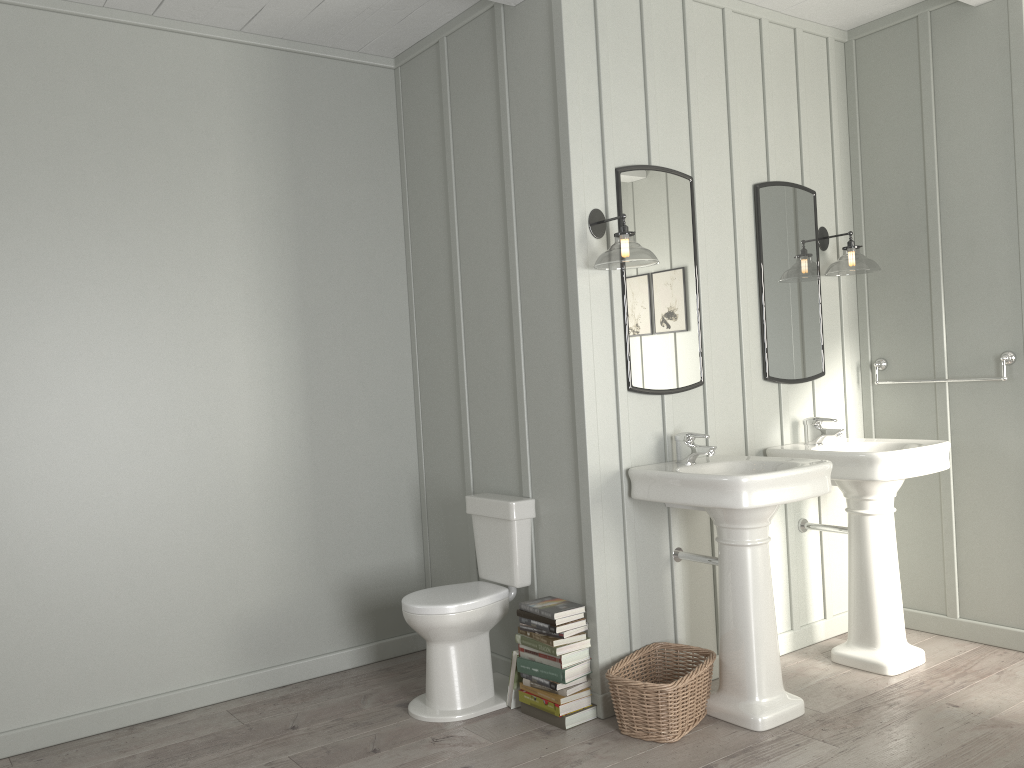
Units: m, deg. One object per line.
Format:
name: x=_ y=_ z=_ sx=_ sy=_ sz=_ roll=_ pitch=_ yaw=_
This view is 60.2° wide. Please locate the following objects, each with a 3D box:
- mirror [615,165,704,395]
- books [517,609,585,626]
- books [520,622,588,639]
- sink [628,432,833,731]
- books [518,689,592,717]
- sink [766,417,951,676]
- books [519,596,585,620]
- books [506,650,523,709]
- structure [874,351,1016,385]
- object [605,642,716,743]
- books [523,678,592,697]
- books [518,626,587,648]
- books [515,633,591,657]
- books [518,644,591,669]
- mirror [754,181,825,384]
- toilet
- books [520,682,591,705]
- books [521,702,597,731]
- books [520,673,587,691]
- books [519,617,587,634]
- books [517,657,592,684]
mirror: x=0.577 y=-0.400 z=3.415 sx=0.410 sy=0.884 sz=0.015 roll=-4 pitch=1 yaw=-35
books: x=0.142 y=0.847 z=3.262 sx=0.144 sy=0.024 sz=0.214 roll=-4 pitch=1 yaw=-40
books: x=0.155 y=0.896 z=3.267 sx=0.215 sy=0.025 sz=0.144 roll=-3 pitch=1 yaw=44
sink: x=0.816 y=0.684 z=3.221 sx=0.550 sy=1.014 sz=0.586 roll=-4 pitch=1 yaw=-36
books: x=0.158 y=1.160 z=3.270 sx=0.156 sy=0.041 sz=0.230 roll=-4 pitch=1 yaw=-38
sink: x=1.457 y=0.643 z=3.671 sx=0.550 sy=1.014 sz=0.586 roll=-4 pitch=1 yaw=-36
books: x=0.147 y=0.823 z=3.252 sx=0.145 sy=0.024 sz=0.214 roll=-4 pitch=1 yaw=-35
books: x=0.065 y=1.121 z=3.397 sx=0.164 sy=0.235 sz=0.094 roll=-4 pitch=1 yaw=-35
structure: x=1.864 y=-0.065 z=3.863 sx=0.053 sy=0.123 sz=0.622 roll=-4 pitch=1 yaw=-36
object: x=0.541 y=1.099 z=3.158 sx=0.302 sy=0.220 sz=0.449 roll=-3 pitch=1 yaw=36
books: x=0.167 y=1.103 z=3.272 sx=0.215 sy=0.025 sz=0.144 roll=-3 pitch=1 yaw=44
books: x=0.147 y=0.920 z=3.267 sx=0.144 sy=0.024 sz=0.240 roll=-4 pitch=1 yaw=-31
books: x=0.150 y=0.947 z=3.266 sx=0.164 sy=0.032 sz=0.243 roll=-4 pitch=1 yaw=-36
books: x=0.157 y=0.988 z=3.272 sx=0.150 sy=0.052 sz=0.231 roll=-4 pitch=1 yaw=-41
mirror: x=1.222 y=-0.442 z=3.867 sx=0.410 sy=0.884 sz=0.015 roll=-4 pitch=1 yaw=-35
toilet: x=-0.181 y=0.857 z=3.465 sx=0.507 sy=0.787 sz=0.343 roll=-4 pitch=1 yaw=-35
books: x=0.159 y=1.128 z=3.271 sx=0.143 sy=0.024 sz=0.240 roll=-4 pitch=1 yaw=-36
books: x=0.172 y=1.205 z=3.276 sx=0.158 sy=0.049 sz=0.247 roll=-4 pitch=1 yaw=-39
books: x=0.154 y=1.080 z=3.269 sx=0.145 sy=0.024 sz=0.214 roll=-4 pitch=1 yaw=-36
books: x=0.150 y=0.872 z=3.254 sx=0.145 sy=0.024 sz=0.214 roll=-4 pitch=1 yaw=-37
books: x=0.156 y=1.041 z=3.271 sx=0.237 sy=0.053 sz=0.153 roll=-3 pitch=1 yaw=44
